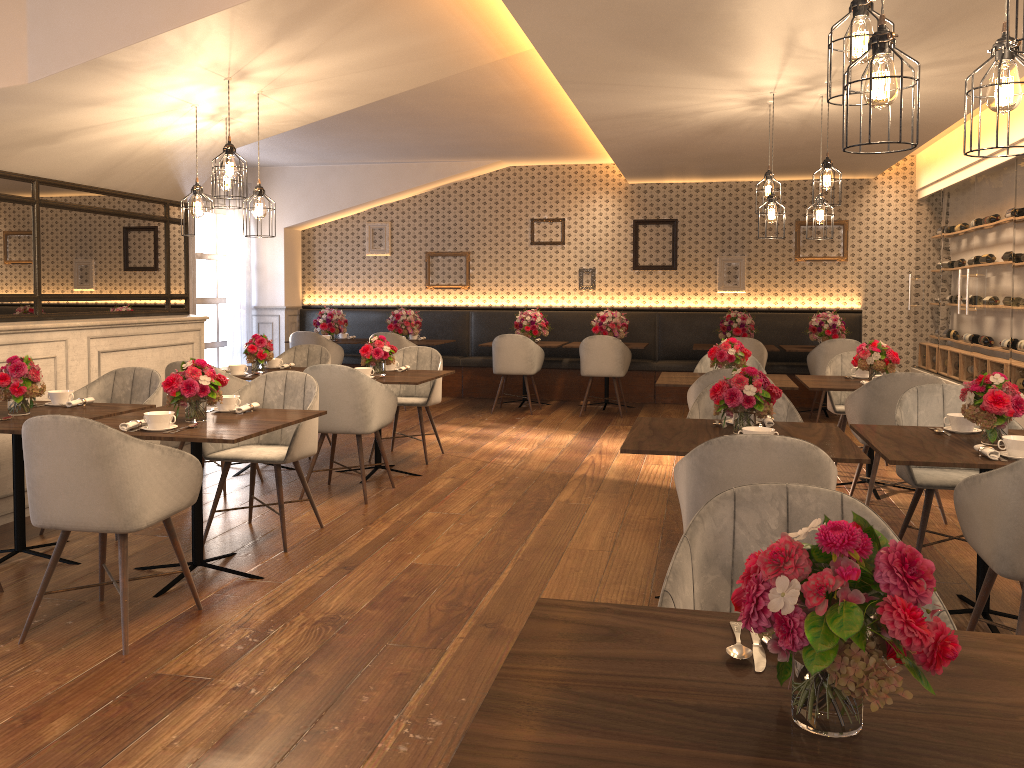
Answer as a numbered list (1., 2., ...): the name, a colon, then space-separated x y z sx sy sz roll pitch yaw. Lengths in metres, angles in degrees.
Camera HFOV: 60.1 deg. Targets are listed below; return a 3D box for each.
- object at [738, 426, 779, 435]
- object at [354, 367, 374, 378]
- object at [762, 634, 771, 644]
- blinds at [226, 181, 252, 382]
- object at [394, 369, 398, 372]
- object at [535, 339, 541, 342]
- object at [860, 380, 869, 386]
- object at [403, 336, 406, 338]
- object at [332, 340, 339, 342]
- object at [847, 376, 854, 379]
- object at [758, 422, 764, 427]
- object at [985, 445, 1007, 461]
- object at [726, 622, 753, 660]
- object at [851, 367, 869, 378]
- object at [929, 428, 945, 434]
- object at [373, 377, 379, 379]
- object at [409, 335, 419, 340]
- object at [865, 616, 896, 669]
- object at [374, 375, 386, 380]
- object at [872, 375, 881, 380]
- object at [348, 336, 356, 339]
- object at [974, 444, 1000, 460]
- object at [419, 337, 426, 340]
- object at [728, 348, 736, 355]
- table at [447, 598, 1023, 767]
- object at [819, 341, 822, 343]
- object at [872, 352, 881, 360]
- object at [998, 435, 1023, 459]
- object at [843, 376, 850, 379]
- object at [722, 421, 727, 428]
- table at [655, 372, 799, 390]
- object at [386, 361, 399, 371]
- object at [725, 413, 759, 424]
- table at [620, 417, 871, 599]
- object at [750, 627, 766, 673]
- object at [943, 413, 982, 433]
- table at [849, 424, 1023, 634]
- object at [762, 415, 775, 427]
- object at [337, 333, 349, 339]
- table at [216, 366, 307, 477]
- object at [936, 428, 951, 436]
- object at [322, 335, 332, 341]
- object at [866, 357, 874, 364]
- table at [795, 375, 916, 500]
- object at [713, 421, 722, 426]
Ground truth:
1. object: 0.946 0.208 3.403 0.148 0.072 0.149 -1 5 -10
2. object: -1.015 -0.073 6.054 0.148 0.072 0.149 -2 6 -20
3. object: 0.493 0.405 1.492 0.148 0.072 0.148 -4 6 -35
4. blinds: -3.447 -1.219 11.199 0.134 2.691 0.620 1 3 13
5. object: -0.845 -0.109 6.631 0.025 0.024 0.193 1 6 12
6. object: 0.309 -0.524 10.618 0.056 0.039 0.176 1 6 12
7. object: 2.260 -0.003 5.653 0.056 0.039 0.176 1 6 12
8. object: -1.313 -0.519 10.347 0.148 0.072 0.149 -3 6 -30
9. object: -2.112 -0.513 10.542 0.043 0.015 0.198 2 6 16
10. object: 2.384 -0.044 6.222 0.022 0.004 0.211 1 6 12
11. object: 1.116 0.173 3.980 0.025 0.024 0.193 1 6 12
12. object: 1.768 0.253 3.235 0.025 0.024 0.193 1 6 12
13. object: 0.379 0.432 1.499 0.043 0.015 0.198 1 6 8
14. object: 2.466 -0.079 6.230 0.148 0.072 0.149 -1 5 -10
15. object: 1.831 0.198 3.814 0.043 0.015 0.198 2 6 16
16. object: -0.934 -0.040 6.065 0.022 0.004 0.211 1 6 12
17. object: -1.219 -0.581 10.949 0.148 0.072 0.149 -3 6 -30
18. object: 0.605 0.424 1.469 0.056 0.039 0.176 1 6 12
19. object: -0.908 -0.044 6.052 0.043 0.015 0.198 2 6 16
20. object: 2.371 -0.017 5.628 0.148 0.072 0.149 -1 5 -10
21. object: -2.014 -0.585 11.123 0.056 0.039 0.176 1 6 12
22. object: 1.733 0.246 3.232 0.056 0.039 0.176 1 6 12
23. object: -1.108 -0.561 10.926 0.056 0.039 0.176 1 6 12
24. object: 1.496 -0.221 6.075 0.045 0.052 0.077 -2 5 -26
25. table: 0.394 0.831 1.208 0.896 0.719 0.899 1 5 12
26. object: 3.521 -0.457 9.920 0.148 0.072 0.148 -4 6 -35
27. object: 2.393 -0.186 5.848 0.048 0.052 0.077 0 5 -8
28. object: 1.844 0.232 3.208 0.148 0.072 0.149 -1 5 -10
29. object: 2.358 -0.051 6.234 0.043 0.015 0.198 2 6 16
30. object: 0.959 0.181 3.997 0.022 0.004 0.211 1 6 12
31. table: 1.469 0.324 6.143 0.896 0.719 0.899 1 5 12
32. object: -0.921 -0.135 6.656 0.148 0.072 0.149 -2 6 -20
33. object: 1.041 0.146 4.005 0.148 0.072 0.149 -1 5 -10
34. table: 0.943 0.573 3.724 0.896 0.719 0.899 1 5 12
35. object: 0.411 0.440 1.485 0.022 0.004 0.211 1 6 12
36. object: 1.938 0.170 3.810 0.148 0.072 0.149 -1 5 -10
37. table: 1.880 0.597 3.520 0.896 0.719 0.899 1 5 12
38. object: 1.152 0.166 3.981 0.056 0.039 0.176 1 6 12
39. object: -2.125 -0.605 11.146 0.148 0.072 0.149 -3 6 -30
40. table: -1.900 0.268 6.568 0.896 0.719 0.899 1 5 12
41. object: 1.857 0.205 3.802 0.022 0.004 0.211 1 6 12
42. object: -2.219 -0.543 10.544 0.148 0.072 0.149 -3 6 -30
43. object: 2.373 -0.157 5.867 0.049 0.052 0.078 2 5 22
44. table: 2.407 0.349 5.940 0.896 0.719 0.899 1 5 12
45. object: 0.926 0.174 4.011 0.043 0.015 0.198 1 6 8
